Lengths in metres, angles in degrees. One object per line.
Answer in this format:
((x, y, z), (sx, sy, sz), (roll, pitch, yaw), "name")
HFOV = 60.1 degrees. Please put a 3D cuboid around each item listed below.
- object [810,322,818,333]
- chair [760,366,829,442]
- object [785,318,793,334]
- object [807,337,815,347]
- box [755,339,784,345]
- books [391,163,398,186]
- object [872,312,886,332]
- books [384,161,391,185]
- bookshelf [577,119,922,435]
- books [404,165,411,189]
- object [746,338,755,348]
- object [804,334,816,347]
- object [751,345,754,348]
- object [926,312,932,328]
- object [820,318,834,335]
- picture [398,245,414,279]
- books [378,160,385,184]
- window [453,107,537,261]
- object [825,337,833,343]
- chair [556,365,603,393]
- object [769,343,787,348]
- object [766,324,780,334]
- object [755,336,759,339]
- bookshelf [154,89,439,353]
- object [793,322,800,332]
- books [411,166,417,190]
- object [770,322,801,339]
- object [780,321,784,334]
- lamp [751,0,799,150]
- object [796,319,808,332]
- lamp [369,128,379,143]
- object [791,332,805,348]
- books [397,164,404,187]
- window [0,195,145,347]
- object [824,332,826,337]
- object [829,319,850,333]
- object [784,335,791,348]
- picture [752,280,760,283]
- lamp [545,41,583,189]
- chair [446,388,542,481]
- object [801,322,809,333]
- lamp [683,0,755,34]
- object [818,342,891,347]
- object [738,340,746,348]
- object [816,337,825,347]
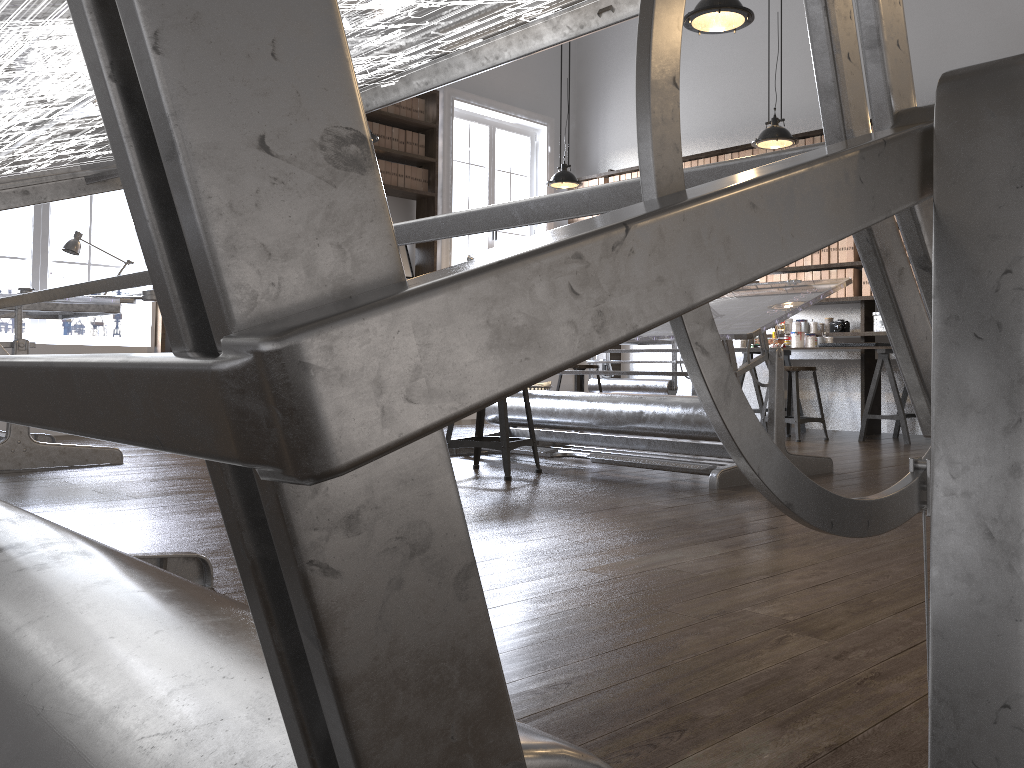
((2.457, -0.456, 7.213), (0.062, 0.094, 0.062), (0, -1, 32), "object")
((2.005, 0.140, 6.324), (0.358, 0.529, 0.371), (2, -1, -35), "chair")
((2.317, -0.484, 7.414), (0.070, 0.130, 0.070), (1, -1, -5), "object")
((2.354, -0.323, 6.965), (0.062, 0.094, 0.062), (1, -1, -3), "object")
((2.099, -0.325, 7.195), (0.137, 0.083, 0.212), (1, 0, -44), "box")
((-1.094, -1.836, 7.849), (0.066, 0.226, 0.174), (2, -2, -43), "books")
((2.928, -0.472, 6.755), (0.193, 0.152, 0.317), (1, 0, -44), "object")
((-1.143, -1.835, 7.800), (0.066, 0.226, 0.174), (2, -2, -43), "books")
((3.830, -0.456, 5.894), (0.373, 3.212, 9.176), (3, -1, -43), "bookshelf")
((-0.985, -1.836, 7.942), (0.066, 0.226, 0.174), (2, -2, -43), "books")
((1.953, -0.399, 7.260), (0.069, 0.230, 0.068), (-1, -3, 44), "object")
((2.380, -0.337, 7.075), (0.094, 0.128, 0.095), (2, -1, -40), "object")
((1.968, -0.302, 7.200), (0.049, 0.037, 0.049), (1, 0, 43), "object")
((3.152, -0.479, 6.646), (0.079, 0.188, 0.078), (0, -2, 26), "object")
((2.545, -0.455, 7.146), (0.107, 0.162, 0.235), (0, 0, 12), "object")
((-1.056, -1.130, 7.924), (0.343, 0.365, 0.160), (1, -2, -43), "picture")
((-1.191, -1.835, 7.749), (0.067, 0.226, 0.174), (2, -2, -43), "books")
((-0.214, -1.455, 8.626), (1.243, 2.314, 0.153), (2, -2, -43), "window")
((2.491, -0.321, 6.955), (0.062, 0.094, 0.062), (1, -1, 6), "object")
((0.542, 0.110, 7.156), (0.358, 0.529, 0.371), (2, -1, -35), "chair")
((2.073, -0.300, 6.966), (0.132, 0.050, 0.197), (1, 1, -14), "object")
((2.192, -0.503, 7.439), (0.107, 0.177, 0.106), (2, -2, -42), "object")
((2.005, -0.403, 7.309), (0.069, 0.238, 0.068), (-1, -3, 44), "object")
((-1.722, -0.803, 7.284), (2.471, 3.730, 0.412), (2, -2, -43), "bookshelf")
((2.340, -0.458, 7.284), (0.062, 0.094, 0.062), (0, -1, 32), "object")
((-0.937, -1.836, 7.987), (0.067, 0.226, 0.174), (2, -2, -43), "books")
((2.263, -0.436, 7.236), (0.344, 0.146, 0.077), (1, -1, -21), "object")
((2.267, -0.485, 7.464), (0.050, 0.140, 0.051), (-1, -2, 44), "object")
((1.791, -2.748, 6.029), (0.311, 2.257, 0.312), (0, -2, 26), "lamp")
((2.412, -0.471, 7.371), (0.094, 0.128, 0.095), (1, -1, -13), "object")
((-1.045, -2.782, 6.033), (0.311, 2.257, 0.312), (0, -2, 26), "lamp")
((2.269, -0.344, 7.036), (0.105, 0.142, 0.104), (0, -1, 39), "object")
((-1.040, -1.836, 7.894), (0.066, 0.226, 0.174), (2, -2, -43), "books")
((-3.176, -1.442, 5.991), (1.481, 2.502, 0.153), (2, -2, -43), "window")
((2.470, -0.342, 7.017), (0.029, 0.134, 0.004), (-1, -3, 42), "object")
((2.598, -0.460, 7.047), (0.091, 0.109, 0.171), (2, -1, -43), "object")
((2.195, -0.331, 7.057), (0.049, 0.112, 0.049), (-1, -2, 43), "object")
((2.101, -0.819, 7.854), (0.023, 0.184, 0.251), (3, -1, -43), "picture")
((0.450, -2.786, 7.440), (0.311, 2.257, 0.312), (0, -2, 26), "lamp")
((-0.091, 0.152, 3.998), (0.358, 0.529, 0.371), (0, -1, 25), "chair")
((2.398, -0.457, 7.244), (0.062, 0.093, 0.063), (0, -1, 32), "object")
((0.924, -2.726, 3.953), (0.312, 2.257, 0.310), (2, -2, -23), "lamp")
((2.506, -0.279, 6.438), (0.312, 0.033, 0.445), (0, 1, -43), "object")
((1.895, -0.338, 7.299), (0.068, 0.104, 0.068), (2, -2, -39), "object")
((2.424, -0.322, 6.955), (0.062, 0.093, 0.063), (1, -1, 6), "object")
